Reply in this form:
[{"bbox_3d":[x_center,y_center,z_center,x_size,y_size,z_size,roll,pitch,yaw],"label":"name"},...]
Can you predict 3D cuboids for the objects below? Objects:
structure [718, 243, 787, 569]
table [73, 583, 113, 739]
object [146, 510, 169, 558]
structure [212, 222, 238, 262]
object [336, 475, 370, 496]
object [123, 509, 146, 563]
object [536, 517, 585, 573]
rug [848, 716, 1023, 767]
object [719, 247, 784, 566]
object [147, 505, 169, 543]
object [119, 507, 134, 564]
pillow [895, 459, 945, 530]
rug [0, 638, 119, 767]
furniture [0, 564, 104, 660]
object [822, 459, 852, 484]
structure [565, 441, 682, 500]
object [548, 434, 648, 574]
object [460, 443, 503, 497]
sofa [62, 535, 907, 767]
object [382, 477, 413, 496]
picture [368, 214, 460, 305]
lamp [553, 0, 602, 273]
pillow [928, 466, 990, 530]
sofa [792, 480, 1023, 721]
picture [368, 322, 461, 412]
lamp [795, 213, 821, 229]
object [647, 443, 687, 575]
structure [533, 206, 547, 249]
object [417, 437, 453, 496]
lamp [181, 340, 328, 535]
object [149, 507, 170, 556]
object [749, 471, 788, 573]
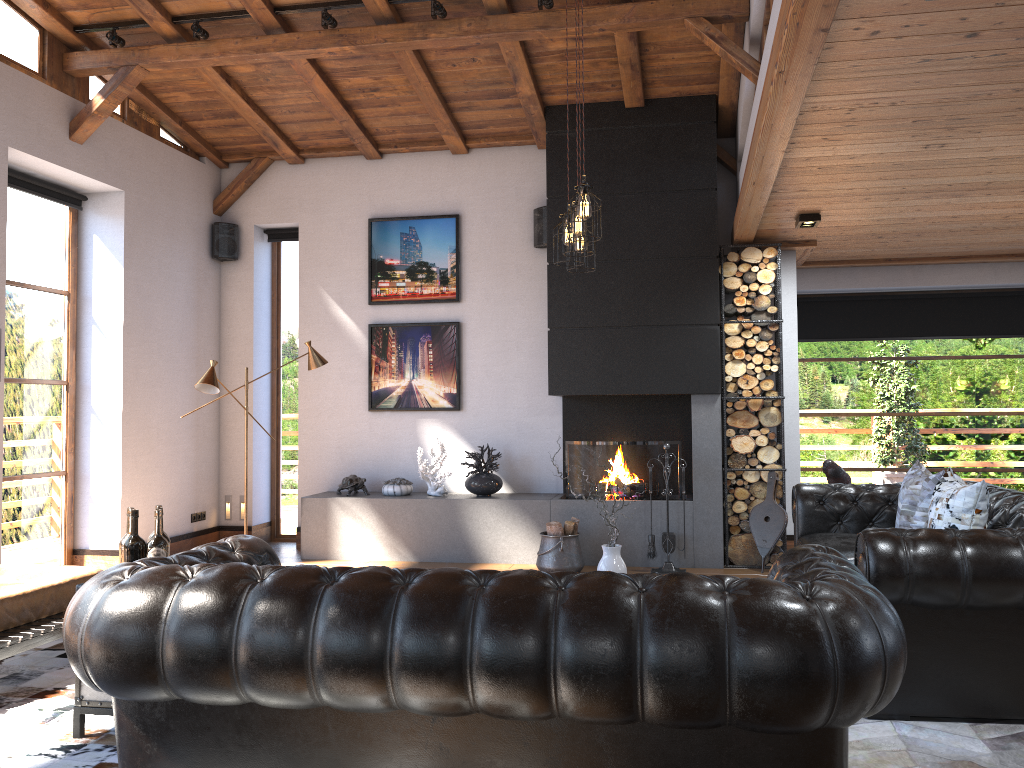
[{"bbox_3d":[1.997,0.177,7.395,0.499,2.618,0.514,-1,-2,11],"label":"structure"},{"bbox_3d":[-1.493,1.098,3.654,0.404,0.609,0.419,-1,-2,11],"label":"table"},{"bbox_3d":[-1.431,0.652,3.580,0.088,0.286,0.087,0,-2,-12],"label":"object"},{"bbox_3d":[-2.749,-1.362,8.497,0.212,0.349,0.214,-1,-2,11],"label":"structure"},{"bbox_3d":[-1.420,0.907,7.968,0.229,0.183,0.401,1,-2,-35],"label":"object"},{"bbox_3d":[-1.532,0.654,3.602,0.089,0.286,0.086,2,-3,-39],"label":"object"},{"bbox_3d":[0.382,1.281,7.033,0.379,0.431,0.388,-2,-3,37],"label":"object"},{"bbox_3d":[1.659,1.366,4.183,2.420,0.053,4.061,-1,-2,12],"label":"rug"},{"bbox_3d":[1.993,0.184,7.406,0.491,2.613,0.468,-1,-2,11],"label":"object"},{"bbox_3d":[-1.500,0.658,3.763,0.087,0.286,0.088,-1,-3,21],"label":"object"},{"bbox_3d":[-1.583,0.656,3.678,0.087,0.286,0.088,-1,-3,23],"label":"object"},{"bbox_3d":[2.364,0.684,5.122,0.282,0.469,0.531,-1,-2,14],"label":"pillow"},{"bbox_3d":[-1.628,1.377,3.650,3.791,0.053,2.442,-1,-2,11],"label":"rug"},{"bbox_3d":[-2.859,1.208,4.084,1.170,0.437,2.770,-1,-2,11],"label":"furniture"},{"bbox_3d":[2.286,0.687,6.214,0.251,0.319,0.147,1,-3,-38],"label":"object"},{"bbox_3d":[0.925,0.737,7.432,0.978,0.514,0.184,-1,-2,10],"label":"structure"},{"bbox_3d":[0.462,0.645,4.357,0.403,0.808,0.625,-1,-2,22],"label":"object"},{"bbox_3d":[-0.250,0.751,7.758,0.337,0.455,0.337,-2,-3,36],"label":"object"},{"bbox_3d":[-0.098,0.949,2.882,2.555,0.839,1.244,-1,-2,10],"label":"sofa"},{"bbox_3d":[-1.028,0.915,7.916,0.279,0.161,0.260,-1,-2,13],"label":"object"},{"bbox_3d":[-0.914,-1.152,8.238,0.875,0.816,0.036,-1,-2,10],"label":"picture"},{"bbox_3d":[0.357,-1.795,5.103,0.261,2.203,0.803,-1,-2,2],"label":"lamp"},{"bbox_3d":[2.228,0.665,4.453,0.282,0.469,0.531,-1,-2,14],"label":"pillow"},{"bbox_3d":[2.221,0.982,4.642,1.234,0.839,2.575,-1,-2,11],"label":"sofa"},{"bbox_3d":[-0.907,-0.157,8.195,0.875,0.816,0.036,-1,-2,10],"label":"picture"},{"bbox_3d":[2.186,-1.210,6.550,0.154,0.068,0.262,-1,-2,11],"label":"lamp"},{"bbox_3d":[1.226,0.975,6.986,0.311,1.018,0.304,1,-3,-34],"label":"object"},{"bbox_3d":[0.290,-1.403,7.950,0.212,0.349,0.214,-1,-2,11],"label":"structure"},{"bbox_3d":[-0.690,0.727,7.773,0.261,0.532,0.423,0,-2,-20],"label":"object"},{"bbox_3d":[-2.121,0.567,7.214,0.521,1.900,1.336,-2,-3,32],"label":"lamp"},{"bbox_3d":[-1.463,0.655,3.673,0.088,0.286,0.087,0,-2,-11],"label":"object"},{"bbox_3d":[2.033,1.086,7.034,0.268,0.795,0.263,0,-2,-6],"label":"object"}]
